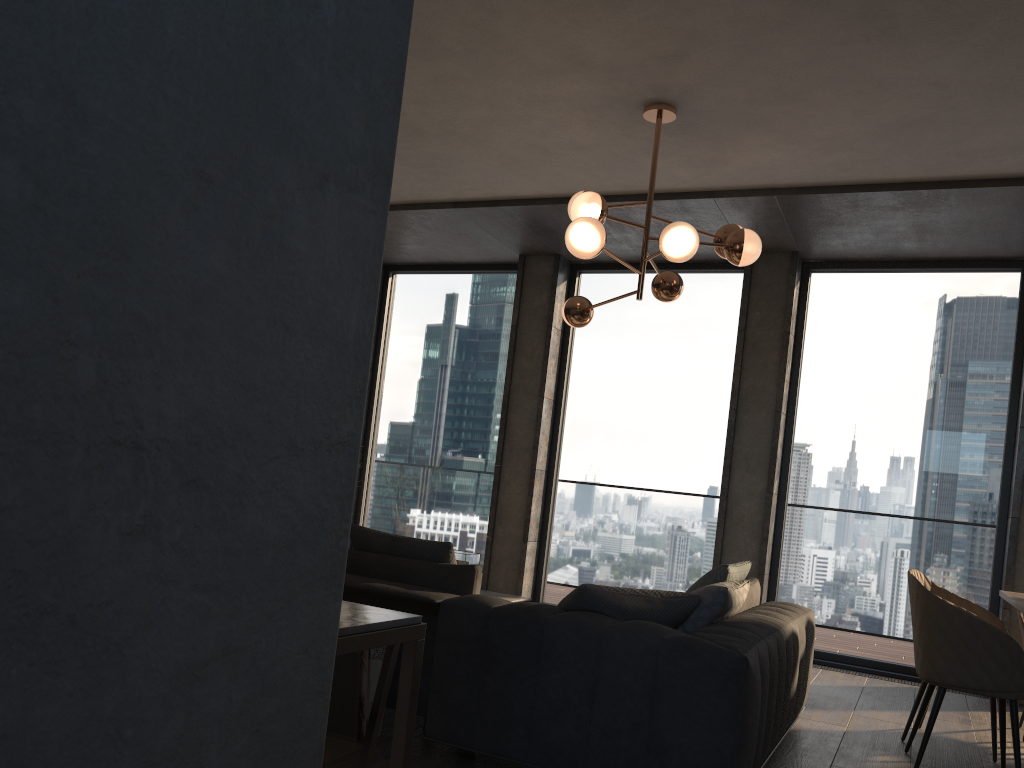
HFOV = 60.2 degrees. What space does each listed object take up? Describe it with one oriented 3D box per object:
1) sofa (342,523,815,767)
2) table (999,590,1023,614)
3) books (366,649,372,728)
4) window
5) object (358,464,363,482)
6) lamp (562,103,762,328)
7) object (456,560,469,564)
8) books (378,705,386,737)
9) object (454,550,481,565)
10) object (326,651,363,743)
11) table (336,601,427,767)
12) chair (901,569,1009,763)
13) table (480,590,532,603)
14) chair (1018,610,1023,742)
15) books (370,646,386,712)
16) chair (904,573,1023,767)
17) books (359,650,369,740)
[{"bbox_3d":[-0.164,1.104,4.229,2.902,0.780,2.042,3,-7,25],"label":"sofa"},{"bbox_3d":[2.612,1.392,3.907,0.766,0.765,1.480,4,-6,26],"label":"table"},{"bbox_3d":[-0.785,1.142,3.415,0.566,0.354,0.065,4,-3,25],"label":"books"},{"bbox_3d":[1.897,0.543,6.824,7.243,2.990,0.200,4,-3,25],"label":"window"},{"bbox_3d":[-1.844,1.037,7.628,0.957,1.355,1.023,9,-4,-33],"label":"object"},{"bbox_3d":[0.801,-0.890,4.668,1.014,1.033,1.473,6,-5,2],"label":"lamp"},{"bbox_3d":[-0.374,1.183,5.375,0.149,0.220,0.149,5,-4,26],"label":"object"},{"bbox_3d":[-0.732,1.160,3.517,0.566,0.354,0.063,4,-3,25],"label":"books"},{"bbox_3d":[-0.344,1.193,5.592,0.196,0.260,0.201,5,-4,26],"label":"object"},{"bbox_3d":[-0.831,1.156,3.492,0.665,0.350,0.218,4,-4,25],"label":"object"},{"bbox_3d":[-0.715,0.658,1.244,1.097,0.818,0.302,4,-3,26],"label":"table"},{"bbox_3d":[2.222,1.374,4.405,0.508,0.833,0.559,4,-4,35],"label":"chair"},{"bbox_3d":[-0.500,1.456,5.546,0.927,0.308,0.939,3,-7,26],"label":"table"},{"bbox_3d":[3.005,1.505,4.736,0.553,0.833,0.514,5,-4,30],"label":"chair"},{"bbox_3d":[-0.751,1.156,3.489,0.566,0.352,0.079,4,-3,25],"label":"books"},{"bbox_3d":[1.967,1.277,3.851,0.509,0.833,0.559,5,-4,20],"label":"chair"},{"bbox_3d":[-0.798,1.139,3.407,0.566,0.354,0.065,4,-3,25],"label":"books"}]
